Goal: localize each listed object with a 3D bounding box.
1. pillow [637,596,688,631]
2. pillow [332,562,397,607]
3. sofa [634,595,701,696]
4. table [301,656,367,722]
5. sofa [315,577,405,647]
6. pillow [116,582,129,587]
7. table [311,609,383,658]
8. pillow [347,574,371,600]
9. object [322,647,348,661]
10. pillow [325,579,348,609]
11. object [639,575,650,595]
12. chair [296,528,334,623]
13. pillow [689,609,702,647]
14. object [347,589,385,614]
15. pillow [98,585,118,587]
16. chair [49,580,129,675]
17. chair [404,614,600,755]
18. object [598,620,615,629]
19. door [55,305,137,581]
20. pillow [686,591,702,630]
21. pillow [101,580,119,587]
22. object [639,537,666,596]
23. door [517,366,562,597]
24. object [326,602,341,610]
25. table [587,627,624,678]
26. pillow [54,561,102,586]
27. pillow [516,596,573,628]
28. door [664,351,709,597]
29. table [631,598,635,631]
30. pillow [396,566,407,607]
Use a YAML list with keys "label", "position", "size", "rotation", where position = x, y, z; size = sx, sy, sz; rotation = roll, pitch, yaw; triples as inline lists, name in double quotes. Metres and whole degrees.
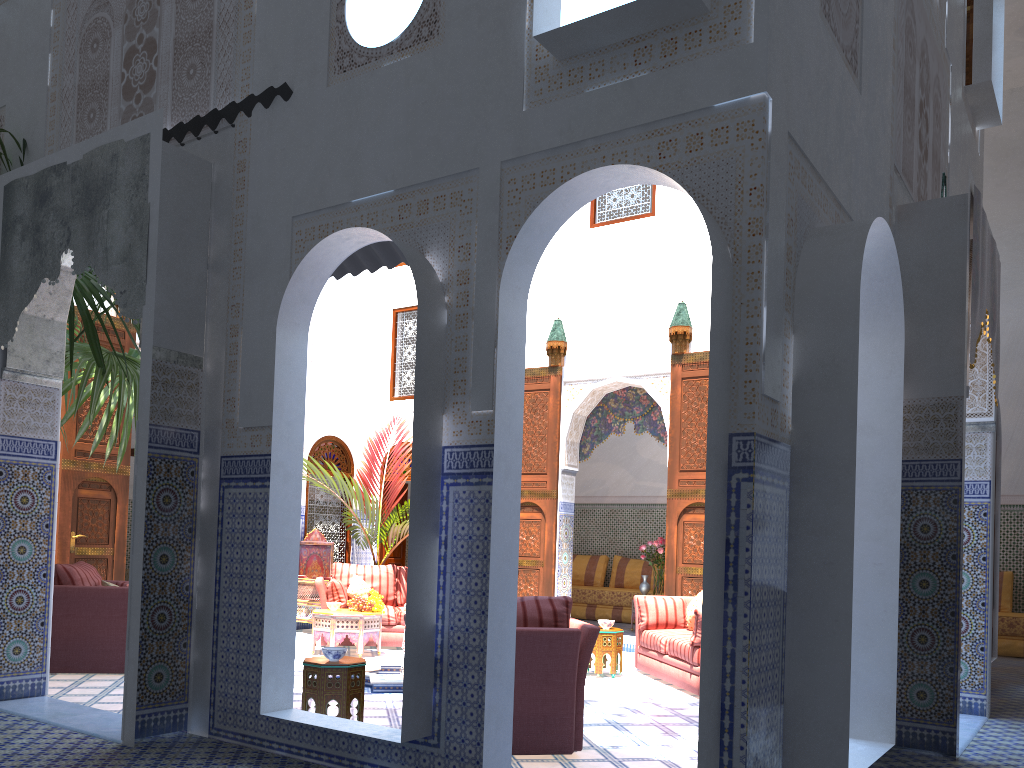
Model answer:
- label: "pillow"
  position: [1.089, 1.665, 6.332]
  size: [0.380, 0.252, 0.189]
  rotation: [3, -5, -9]
- label: "pillow"
  position: [-1.293, 1.762, 7.649]
  size: [0.582, 0.389, 0.294]
  rotation: [4, -5, -11]
- label: "sofa"
  position: [1.365, 1.735, 5.874]
  size: [0.732, 0.536, 1.380]
  rotation: [3, -9, -10]
- label: "table"
  position: [-0.826, 1.439, 4.054]
  size: [0.289, 0.322, 0.292]
  rotation: [-2, -7, 34]
- label: "sofa"
  position: [-1.006, 1.960, 7.544]
  size: [1.362, 0.538, 0.741]
  rotation: [4, -8, -11]
- label: "pillow"
  position: [-2.484, 1.454, 5.885]
  size: [0.396, 0.242, 0.189]
  rotation: [3, -5, -10]
- label: "table"
  position: [-1.286, 1.932, 6.819]
  size: [0.538, 0.321, 0.544]
  rotation: [-3, -10, 34]
- label: "pillow"
  position: [-1.286, 1.741, 7.393]
  size: [0.133, 0.272, 0.307]
  rotation: [0, -7, 35]
- label: "object"
  position: [-0.816, 1.243, 4.026]
  size: [0.119, 0.057, 0.119]
  rotation: [10, -12, -43]
- label: "pillow"
  position: [-1.454, 1.749, 7.267]
  size: [0.187, 0.251, 0.385]
  rotation: [3, -8, -9]
- label: "object"
  position: [1.300, 1.979, 8.569]
  size: [0.106, 0.212, 0.107]
  rotation: [-1, -4, 40]
- label: "chair"
  position: [-1.727, 1.913, 8.326]
  size: [0.503, 1.074, 0.489]
  rotation: [0, -4, 34]
- label: "pillow"
  position: [1.283, 1.488, 5.352]
  size: [0.396, 0.242, 0.189]
  rotation: [3, -5, -10]
- label: "object"
  position: [-1.143, 1.728, 6.890]
  size: [0.305, 0.238, 0.219]
  rotation: [0, -6, 15]
- label: "pillow"
  position: [-2.393, 1.379, 5.442]
  size: [0.380, 0.252, 0.189]
  rotation: [3, -5, -9]
- label: "chair"
  position: [-2.630, 1.549, 5.622]
  size: [0.727, 0.537, 0.823]
  rotation: [3, -8, -11]
- label: "chair"
  position: [-0.068, 1.321, 3.895]
  size: [0.813, 0.538, 0.735]
  rotation: [3, -7, -11]
- label: "object"
  position: [0.658, 1.681, 6.120]
  size: [0.119, 0.057, 0.119]
  rotation: [10, -12, -43]
- label: "door"
  position: [-3.151, 0.718, 6.623]
  size: [0.123, 2.502, 0.587]
  rotation: [1, -2, 29]
- label: "pillow"
  position: [1.285, 1.580, 6.111]
  size: [0.131, 0.275, 0.305]
  rotation: [2, -6, 0]
- label: "pillow"
  position: [-2.521, 1.372, 5.600]
  size: [0.261, 0.232, 0.168]
  rotation: [1, -5, 11]
- label: "object"
  position: [1.417, 1.778, 8.484]
  size: [0.336, 0.592, 0.450]
  rotation: [4, -5, -29]
- label: "door"
  position: [0.162, 1.102, 8.077]
  size: [0.582, 2.503, 0.124]
  rotation: [1, -2, 29]
- label: "object"
  position: [-1.405, 1.753, 6.904]
  size: [0.118, 0.057, 0.119]
  rotation: [5, -9, -18]
- label: "table"
  position: [0.622, 1.871, 6.122]
  size: [0.289, 0.322, 0.292]
  rotation: [3, -6, -11]
- label: "pillow"
  position: [-2.768, 1.330, 5.604]
  size: [0.301, 0.376, 0.589]
  rotation: [3, -8, -10]
- label: "pillow"
  position: [-0.036, 1.085, 3.756]
  size: [0.582, 0.377, 0.304]
  rotation: [3, -5, -11]
- label: "door"
  position: [1.537, 0.984, 7.173]
  size: [0.582, 2.503, 0.124]
  rotation: [1, -2, 34]
- label: "table"
  position: [1.441, 2.246, 8.484]
  size: [0.538, 0.321, 0.544]
  rotation: [-3, -10, 34]
- label: "pillow"
  position: [-0.742, 1.800, 7.761]
  size: [0.561, 0.372, 0.323]
  rotation: [3, -6, -10]
